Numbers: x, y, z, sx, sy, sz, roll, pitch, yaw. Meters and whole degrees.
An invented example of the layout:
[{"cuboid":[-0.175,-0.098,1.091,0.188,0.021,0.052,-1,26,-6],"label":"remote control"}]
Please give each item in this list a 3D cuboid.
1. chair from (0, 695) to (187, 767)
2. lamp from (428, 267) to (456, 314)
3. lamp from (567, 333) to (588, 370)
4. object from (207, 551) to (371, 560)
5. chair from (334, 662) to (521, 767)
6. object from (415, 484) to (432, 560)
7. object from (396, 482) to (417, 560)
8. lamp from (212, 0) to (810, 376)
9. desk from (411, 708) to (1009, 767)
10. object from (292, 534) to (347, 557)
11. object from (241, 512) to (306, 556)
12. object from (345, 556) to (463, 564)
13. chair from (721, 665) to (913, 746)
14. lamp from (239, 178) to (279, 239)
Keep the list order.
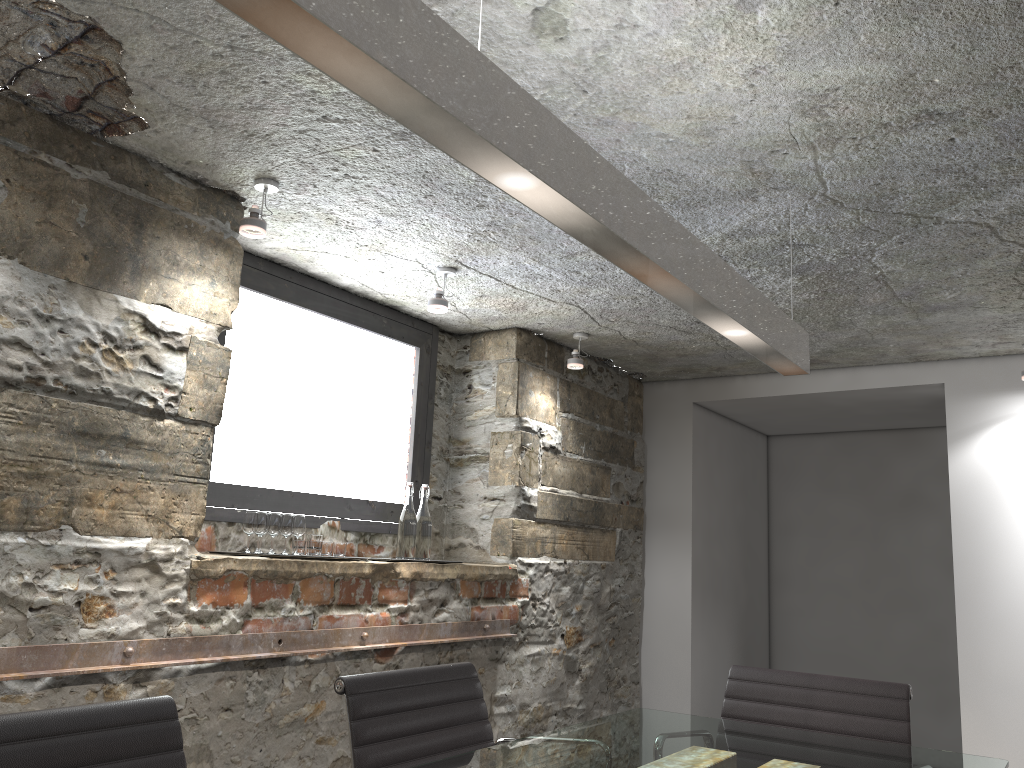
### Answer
[{"cuboid":[-0.525,0.902,1.161,0.667,0.837,0.693,-2,-12,24],"label":"chair"},{"cuboid":[-0.260,-0.349,3.292,0.098,0.165,0.077,7,-12,-23],"label":"lamp"},{"cuboid":[0.308,-0.154,4.144,0.098,0.165,0.077,7,-12,-23],"label":"lamp"},{"cuboid":[-0.746,0.581,2.998,0.310,0.007,0.457,-5,-13,33],"label":"object"},{"cuboid":[-0.031,1.065,1.871,0.667,0.837,0.693,-2,-12,25],"label":"chair"},{"cuboid":[-0.351,0.547,3.494,0.073,0.300,0.073,2,-11,2],"label":"object"},{"cuboid":[-0.402,0.530,3.418,0.073,0.300,0.073,2,-11,2],"label":"object"},{"cuboid":[-0.072,-0.575,1.178,0.073,0.524,3.159,-5,-13,33],"label":"lamp"},{"cuboid":[-0.138,0.930,0.881,0.909,0.711,3.154,-5,-13,33],"label":"desk"},{"cuboid":[-0.677,0.563,3.093,0.111,0.072,0.191,-7,-15,40],"label":"object"},{"cuboid":[-0.787,0.494,2.919,0.108,0.131,0.218,-4,-13,31],"label":"object"},{"cuboid":[-0.439,0.686,3.458,0.310,0.007,0.457,-5,-13,33],"label":"object"},{"cuboid":[0.642,1.136,2.074,0.693,0.837,0.667,-3,-12,25],"label":"chair"},{"cuboid":[-0.735,-0.511,2.580,0.098,0.165,0.077,7,-12,-23],"label":"lamp"}]
